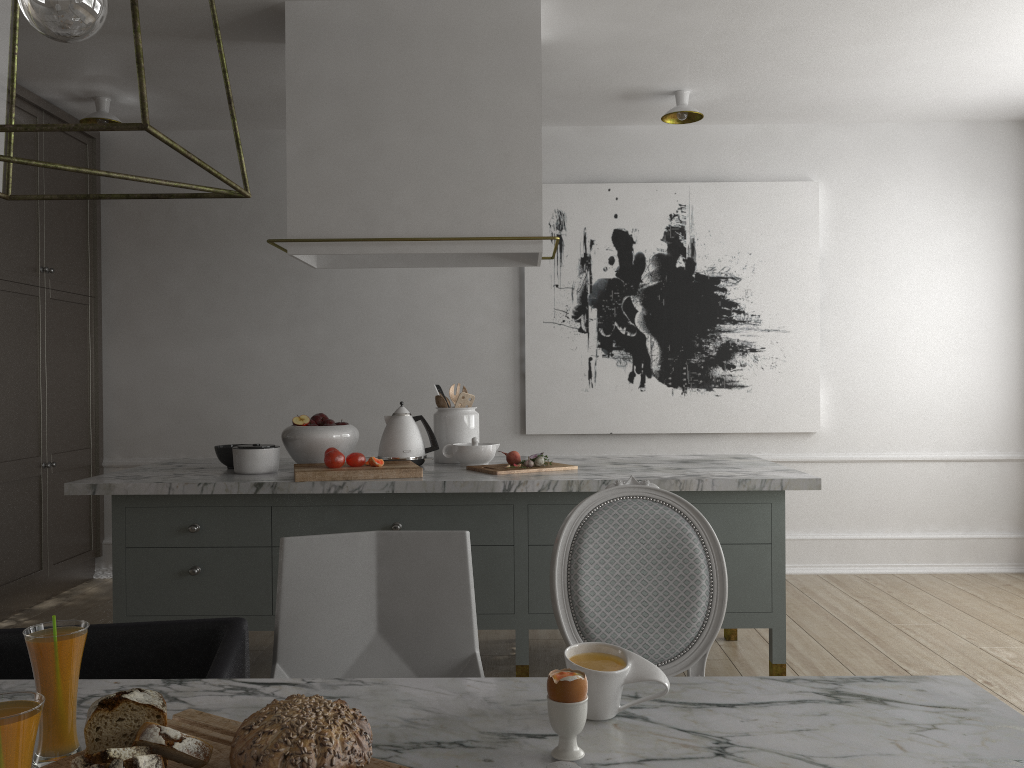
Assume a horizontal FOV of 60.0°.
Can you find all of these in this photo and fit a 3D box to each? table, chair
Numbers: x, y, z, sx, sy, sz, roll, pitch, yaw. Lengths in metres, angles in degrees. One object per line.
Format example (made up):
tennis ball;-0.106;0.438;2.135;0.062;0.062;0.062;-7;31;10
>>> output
table;-0.205;0.745;0.926;1.781;0.583;0.870;0;0;1
chair;0.246;0.611;1.642;0.480;0.833;0.505;0;0;-2
chair;-0.236;0.664;1.561;0.470;0.745;0.439;-1;0;-9
chair;-0.750;0.744;1.460;0.569;0.597;0.609;-1;0;-9

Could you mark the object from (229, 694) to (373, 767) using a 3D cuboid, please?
object;-0.228;0.387;0.973;0.151;0.075;0.157;0;0;36

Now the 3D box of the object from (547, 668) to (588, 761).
object;0.067;0.396;1.070;0.050;0.101;0.050;0;0;7

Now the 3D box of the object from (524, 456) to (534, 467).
object;0.057;0.266;3.039;0.033;0.037;0.034;-1;0;-22

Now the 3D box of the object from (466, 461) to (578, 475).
object;0.034;0.291;3.086;0.330;0.012;0.220;-1;0;-29

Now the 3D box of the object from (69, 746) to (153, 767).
object;-0.416;0.397;0.925;0.083;0.057;0.072;-1;0;-24

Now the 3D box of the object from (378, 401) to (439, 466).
object;-0.393;0.182;3.245;0.204;0.236;0.178;0;0;37

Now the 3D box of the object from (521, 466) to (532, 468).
object;0.037;0.282;3.017;0.059;0.008;0.043;0;0;42

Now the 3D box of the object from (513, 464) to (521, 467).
object;0.019;0.277;3.024;0.030;0.017;0.013;0;0;9

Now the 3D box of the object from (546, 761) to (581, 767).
object;0.052;0.418;0.898;0.036;0.060;0.036;0;0;42

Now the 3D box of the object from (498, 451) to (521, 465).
object;-0.004;0.260;3.121;0.050;0.051;0.090;-1;0;-36

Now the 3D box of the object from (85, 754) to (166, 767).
object;-0.395;0.398;0.905;0.083;0.055;0.073;-1;0;-23

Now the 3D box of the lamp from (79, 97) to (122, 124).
lamp;-1.932;-1.280;4.183;0.197;0.130;0.197;0;0;6

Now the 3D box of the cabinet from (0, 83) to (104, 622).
cabinet;-2.686;-0.134;2.019;0.947;2.377;5.433;0;0;1

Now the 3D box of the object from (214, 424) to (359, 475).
object;-0.807;0.226;3.194;0.491;0.156;0.364;-1;0;-23

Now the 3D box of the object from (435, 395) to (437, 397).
object;-0.246;0.168;3.406;0.033;0.250;0.118;0;0;41

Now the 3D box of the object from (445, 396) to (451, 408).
object;-0.227;0.168;3.434;0.114;0.247;0.050;0;0;5

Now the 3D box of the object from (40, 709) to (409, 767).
object;-0.330;0.439;0.958;0.360;0.031;0.260;0;0;31

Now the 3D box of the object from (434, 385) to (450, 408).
object;-0.221;0.147;3.393;0.141;0.290;0.064;0;0;14

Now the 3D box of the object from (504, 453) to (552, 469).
object;0.037;0.271;3.049;0.116;0.058;0.224;0;0;36

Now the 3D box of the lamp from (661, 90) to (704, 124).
lamp;0.797;-1.302;4.154;0.197;0.130;0.197;-1;0;-14

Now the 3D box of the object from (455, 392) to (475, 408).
object;-0.216;0.162;3.339;0.149;0.262;0.054;0;0;16

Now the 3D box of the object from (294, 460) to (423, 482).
object;-0.517;0.288;2.945;0.400;0.030;0.290;-1;0;-14

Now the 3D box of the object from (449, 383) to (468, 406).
object;-0.219;0.145;3.438;0.056;0.296;0.131;0;0;20

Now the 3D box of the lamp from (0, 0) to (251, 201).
lamp;-0.485;-0.783;0.950;0.584;1.108;0.584;0;0;16

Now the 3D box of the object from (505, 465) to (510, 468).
object;-0.017;0.281;3.017;0.028;0.010;0.015;-1;0;-25

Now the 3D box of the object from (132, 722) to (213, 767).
object;-0.363;0.392;0.952;0.079;0.067;0.074;-1;0;-27

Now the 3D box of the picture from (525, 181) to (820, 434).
picture;0.841;-0.399;4.676;1.545;1.315;0.039;0;0;1

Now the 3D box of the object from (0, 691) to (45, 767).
object;-0.463;0.361;0.805;0.071;0.188;0.071;0;0;21

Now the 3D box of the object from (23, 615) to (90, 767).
object;-0.541;0.360;1.056;0.071;0.188;0.071;0;0;21

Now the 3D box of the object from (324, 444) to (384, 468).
object;-0.522;0.236;2.931;0.194;0.079;0.135;-1;0;-11

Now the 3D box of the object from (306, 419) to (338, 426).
object;-0.695;0.165;3.193;0.154;0.074;0.135;0;0;-4

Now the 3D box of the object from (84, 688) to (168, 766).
object;-0.437;0.383;1.006;0.086;0.087;0.090;-1;0;-22

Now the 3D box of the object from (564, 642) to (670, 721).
object;0.140;0.406;1.210;0.138;0.085;0.089;0;0;-4

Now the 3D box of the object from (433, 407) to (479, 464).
object;-0.212;0.192;3.387;0.174;0.208;0.174;0;0;18

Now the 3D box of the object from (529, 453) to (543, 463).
object;0.087;0.265;3.164;0.057;0.039;0.049;0;0;-3

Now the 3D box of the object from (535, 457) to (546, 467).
object;0.094;0.267;3.053;0.035;0.036;0.037;-1;0;-11

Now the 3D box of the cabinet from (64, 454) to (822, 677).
cabinet;-0.213;0.659;3.197;2.360;0.721;0.870;0;0;1

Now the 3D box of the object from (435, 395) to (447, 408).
object;-0.229;0.167;3.360;0.117;0.251;0.061;-1;0;-20

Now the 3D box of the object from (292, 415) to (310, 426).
object;-0.751;0.133;3.153;0.061;0.048;0.054;-1;0;-36

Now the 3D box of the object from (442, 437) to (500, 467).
object;-0.142;0.243;3.223;0.172;0.110;0.159;-1;0;-44

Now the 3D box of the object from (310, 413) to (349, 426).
object;-0.662;0.152;3.241;0.167;0.091;0.071;0;0;26
